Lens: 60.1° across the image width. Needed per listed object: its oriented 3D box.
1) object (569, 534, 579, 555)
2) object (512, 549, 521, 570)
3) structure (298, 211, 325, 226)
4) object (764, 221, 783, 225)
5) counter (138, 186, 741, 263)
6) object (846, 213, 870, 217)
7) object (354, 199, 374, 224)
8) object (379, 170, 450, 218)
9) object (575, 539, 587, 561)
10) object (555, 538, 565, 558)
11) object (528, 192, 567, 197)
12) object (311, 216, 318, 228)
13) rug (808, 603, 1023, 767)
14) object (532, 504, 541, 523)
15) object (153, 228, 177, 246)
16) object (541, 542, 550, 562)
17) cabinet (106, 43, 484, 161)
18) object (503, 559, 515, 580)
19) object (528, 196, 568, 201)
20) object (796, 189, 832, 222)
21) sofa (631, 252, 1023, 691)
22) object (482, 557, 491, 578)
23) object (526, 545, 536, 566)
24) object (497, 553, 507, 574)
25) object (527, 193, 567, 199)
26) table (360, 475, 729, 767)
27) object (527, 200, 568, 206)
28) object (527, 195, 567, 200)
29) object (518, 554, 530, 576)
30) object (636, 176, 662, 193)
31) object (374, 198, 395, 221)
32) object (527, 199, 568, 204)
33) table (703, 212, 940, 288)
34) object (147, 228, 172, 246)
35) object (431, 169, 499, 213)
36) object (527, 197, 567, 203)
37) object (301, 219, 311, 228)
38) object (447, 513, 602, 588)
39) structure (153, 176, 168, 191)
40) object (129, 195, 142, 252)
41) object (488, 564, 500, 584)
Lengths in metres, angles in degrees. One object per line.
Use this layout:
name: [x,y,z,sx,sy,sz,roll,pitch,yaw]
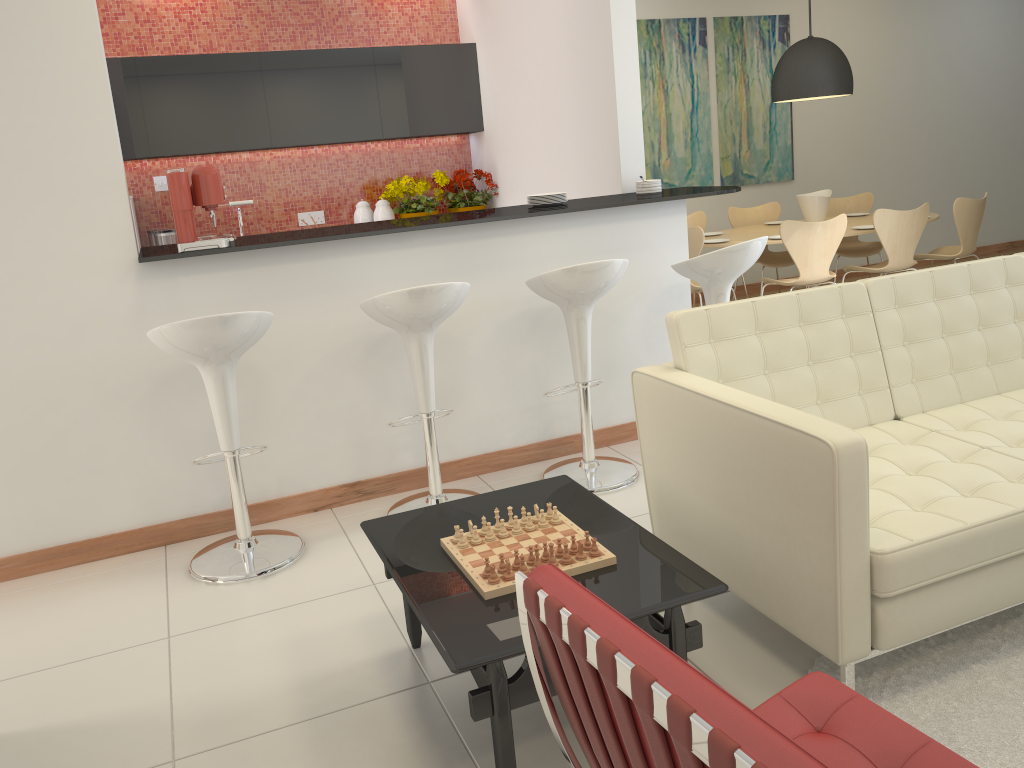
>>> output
object: [0.160,0.415,2.304,0.030,0.049,0.030,-8,12,-13]
object: [0.013,0.443,2.247,0.030,0.049,0.030,-8,12,-13]
structure: [-1.541,-1.273,6.804,0.199,0.098,0.017,-10,12,-21]
object: [2.235,-1.356,7.466,0.210,0.015,0.213,-6,14,-3]
counter: [-0.217,-0.808,4.290,2.974,0.019,0.742,-11,15,-20]
object: [2.935,-1.440,7.541,0.212,0.015,0.211,-18,19,-41]
object: [-1.129,-1.269,6.765,0.159,0.280,0.161,2,14,30]
object: [-0.734,-1.389,6.743,0.524,0.444,0.507,-10,14,-18]
object: [0.175,0.422,2.267,0.030,0.052,0.030,-8,12,-13]
object: [0.123,0.422,2.290,0.030,0.049,0.030,-8,12,-13]
object: [0.180,-0.971,4.559,0.210,0.015,0.213,1,15,22]
object: [-1.430,-1.145,6.546,0.140,0.193,0.009,4,15,38]
rug: [2.179,0.784,1.985,3.337,0.004,2.466,-10,15,-19]
object: [0.071,0.367,2.523,0.030,0.052,0.030,-12,13,-28]
object: [-2.390,-0.965,6.156,0.172,0.213,0.174,-6,12,-2]
object: [0.086,0.429,2.276,0.030,0.049,0.030,-8,12,-13]
cabinet: [-1.800,-2.033,6.393,3.253,0.652,0.355,-11,13,-20]
object: [-0.010,0.457,2.196,0.030,0.052,0.030,-8,12,-13]
object: [0.182,-0.951,4.563,0.210,0.015,0.213,1,15,22]
object: [2.369,-1.368,6.932,0.271,0.277,0.264,-2,13,14]
sofa: [1.788,0.087,3.009,2.573,0.912,1.009,-11,14,-20]
object: [-0.061,0.457,2.219,0.030,0.049,0.030,-8,12,-13]
object: [0.050,0.436,2.261,0.030,0.049,0.030,-8,12,-13]
object: [-0.024,0.450,2.233,0.030,0.049,0.030,-8,12,-13]
object: [0.181,-0.964,4.560,0.210,0.015,0.213,1,15,22]
table: [0.046,0.652,2.443,0.703,0.417,0.925,-10,15,-20]
object: [0.184,-0.931,4.567,0.210,0.015,0.213,1,15,22]
object: [0.182,-0.958,4.562,0.210,0.015,0.213,1,15,22]
object: [0.027,0.449,2.210,0.030,0.054,0.030,-8,12,-13]
object: [0.736,-1.101,4.864,0.174,0.096,0.141,-12,15,-27]
object: [-0.963,-1.260,6.671,0.159,0.280,0.161,2,14,30]
object: [0.183,-0.937,4.566,0.210,0.015,0.213,1,15,22]
table: [2.399,-0.882,7.038,2.269,0.721,1.291,-10,14,-20]
object: [-2.513,-1.004,6.355,0.172,0.213,0.174,-6,12,-2]
object: [-0.346,-1.463,6.894,0.507,0.444,0.524,-16,17,-40]
object: [0.183,-0.944,4.564,0.210,0.015,0.213,1,15,22]
object: [-1.454,-1.127,6.488,0.164,0.176,0.011,-7,11,-7]
object: [0.033,0.436,2.365,0.347,0.001,0.352,-11,15,-20]
structure: [-2.517,-1.445,6.380,0.114,0.103,0.013,-10,12,-21]
object: [-2.912,-1.002,5.989,0.724,0.465,0.439,-10,13,-20]
object: [-0.046,0.468,2.183,0.030,0.043,0.030,-8,12,-13]
